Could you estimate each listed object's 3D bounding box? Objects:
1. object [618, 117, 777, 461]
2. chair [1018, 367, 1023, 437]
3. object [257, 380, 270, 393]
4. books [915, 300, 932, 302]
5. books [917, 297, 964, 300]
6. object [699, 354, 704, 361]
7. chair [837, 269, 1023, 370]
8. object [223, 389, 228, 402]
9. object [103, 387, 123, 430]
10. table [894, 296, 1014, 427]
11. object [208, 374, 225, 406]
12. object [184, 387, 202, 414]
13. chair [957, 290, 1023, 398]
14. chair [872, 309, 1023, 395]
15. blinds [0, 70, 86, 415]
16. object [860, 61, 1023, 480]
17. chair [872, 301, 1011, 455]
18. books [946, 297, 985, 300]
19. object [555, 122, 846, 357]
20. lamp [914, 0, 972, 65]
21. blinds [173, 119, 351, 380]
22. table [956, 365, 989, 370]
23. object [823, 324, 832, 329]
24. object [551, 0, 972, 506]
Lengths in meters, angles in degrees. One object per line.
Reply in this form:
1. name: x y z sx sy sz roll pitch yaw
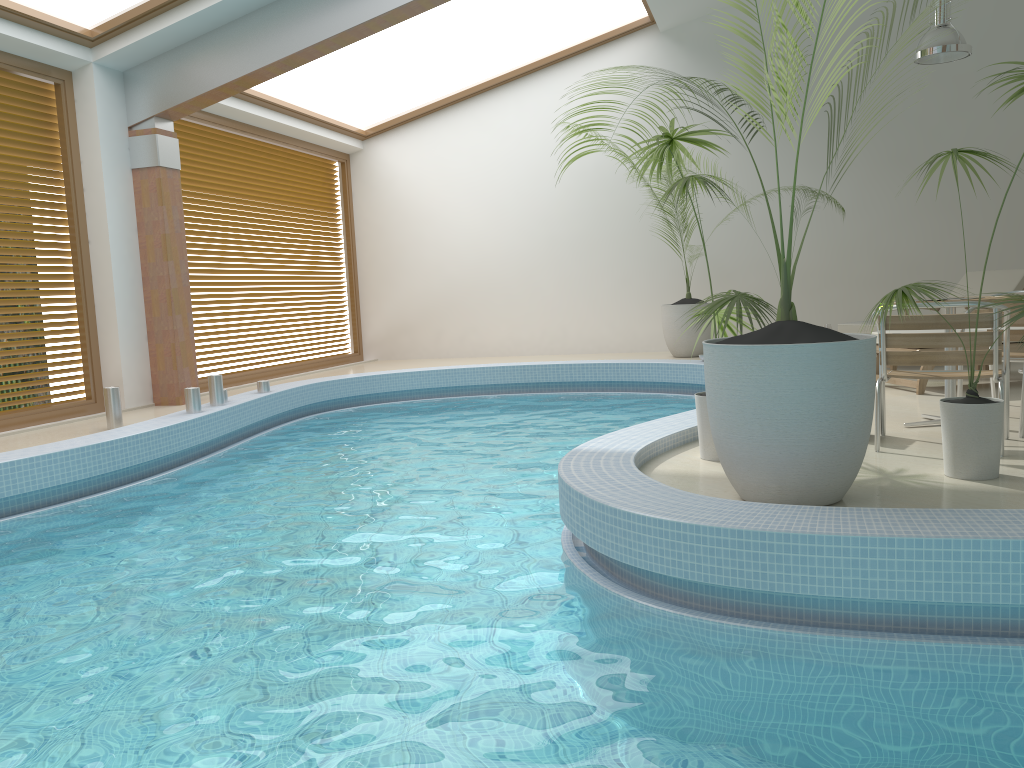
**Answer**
1. object: 0.948 -0.472 4.461 0.791 1.695 1.059 -3 6 4
2. chair: 2.993 -0.104 4.531 0.618 0.727 0.563 -6 7 -31
3. object: -2.323 0.025 8.290 0.115 0.107 0.115 -6 6 -24
4. books: 2.280 -0.471 5.014 0.241 0.004 0.166 -7 7 -32
5. books: 2.392 -0.478 4.981 0.241 0.004 0.166 -7 7 -32
6. object: 2.003 -0.268 9.168 0.140 0.069 0.140 -4 6 -14
7. chair: 4.133 -0.638 8.565 1.903 0.866 0.861 -5 6 -21
8. object: -2.499 0.104 7.608 0.115 0.107 0.115 -6 6 -24
9. object: -3.069 0.185 6.831 0.115 0.320 0.115 -6 6 -24
10. table: 2.510 -0.125 5.079 0.700 0.720 0.700 1 7 36
11. object: -2.457 0.052 7.367 0.115 0.254 0.115 -7 7 -33
12. object: -2.497 0.127 6.941 0.115 0.194 0.115 -7 7 -33
13. chair: 3.120 -0.198 5.392 0.563 0.727 0.618 -8 8 -41
14. chair: 3.830 -0.444 6.814 1.903 0.866 0.861 -3 6 -5
15. blinds: -4.587 -0.988 6.093 0.095 2.921 4.200 -1 6 16
16. object: 2.023 -0.453 3.737 0.791 1.695 1.059 -7 7 -38
17. chair: 2.171 -0.058 4.496 0.618 0.727 0.563 0 7 29
18. books: 2.494 -0.476 4.951 0.241 0.004 0.166 -7 7 -32
19. object: 2.248 -1.810 10.647 2.979 2.960 2.729 -5 6 -19
20. lamp: 4.086 -4.104 8.421 0.506 1.958 0.505 -1 6 16
21. blinds: -3.135 -1.567 11.041 0.095 2.921 4.414 -1 6 16
22. table: 3.985 -0.216 7.514 0.283 0.255 0.320 -3 6 -5
23. object: 3.309 -0.561 9.307 0.102 0.137 0.102 1 7 31
24. object: 1.078 -1.036 3.632 2.979 2.960 2.729 1 7 34
